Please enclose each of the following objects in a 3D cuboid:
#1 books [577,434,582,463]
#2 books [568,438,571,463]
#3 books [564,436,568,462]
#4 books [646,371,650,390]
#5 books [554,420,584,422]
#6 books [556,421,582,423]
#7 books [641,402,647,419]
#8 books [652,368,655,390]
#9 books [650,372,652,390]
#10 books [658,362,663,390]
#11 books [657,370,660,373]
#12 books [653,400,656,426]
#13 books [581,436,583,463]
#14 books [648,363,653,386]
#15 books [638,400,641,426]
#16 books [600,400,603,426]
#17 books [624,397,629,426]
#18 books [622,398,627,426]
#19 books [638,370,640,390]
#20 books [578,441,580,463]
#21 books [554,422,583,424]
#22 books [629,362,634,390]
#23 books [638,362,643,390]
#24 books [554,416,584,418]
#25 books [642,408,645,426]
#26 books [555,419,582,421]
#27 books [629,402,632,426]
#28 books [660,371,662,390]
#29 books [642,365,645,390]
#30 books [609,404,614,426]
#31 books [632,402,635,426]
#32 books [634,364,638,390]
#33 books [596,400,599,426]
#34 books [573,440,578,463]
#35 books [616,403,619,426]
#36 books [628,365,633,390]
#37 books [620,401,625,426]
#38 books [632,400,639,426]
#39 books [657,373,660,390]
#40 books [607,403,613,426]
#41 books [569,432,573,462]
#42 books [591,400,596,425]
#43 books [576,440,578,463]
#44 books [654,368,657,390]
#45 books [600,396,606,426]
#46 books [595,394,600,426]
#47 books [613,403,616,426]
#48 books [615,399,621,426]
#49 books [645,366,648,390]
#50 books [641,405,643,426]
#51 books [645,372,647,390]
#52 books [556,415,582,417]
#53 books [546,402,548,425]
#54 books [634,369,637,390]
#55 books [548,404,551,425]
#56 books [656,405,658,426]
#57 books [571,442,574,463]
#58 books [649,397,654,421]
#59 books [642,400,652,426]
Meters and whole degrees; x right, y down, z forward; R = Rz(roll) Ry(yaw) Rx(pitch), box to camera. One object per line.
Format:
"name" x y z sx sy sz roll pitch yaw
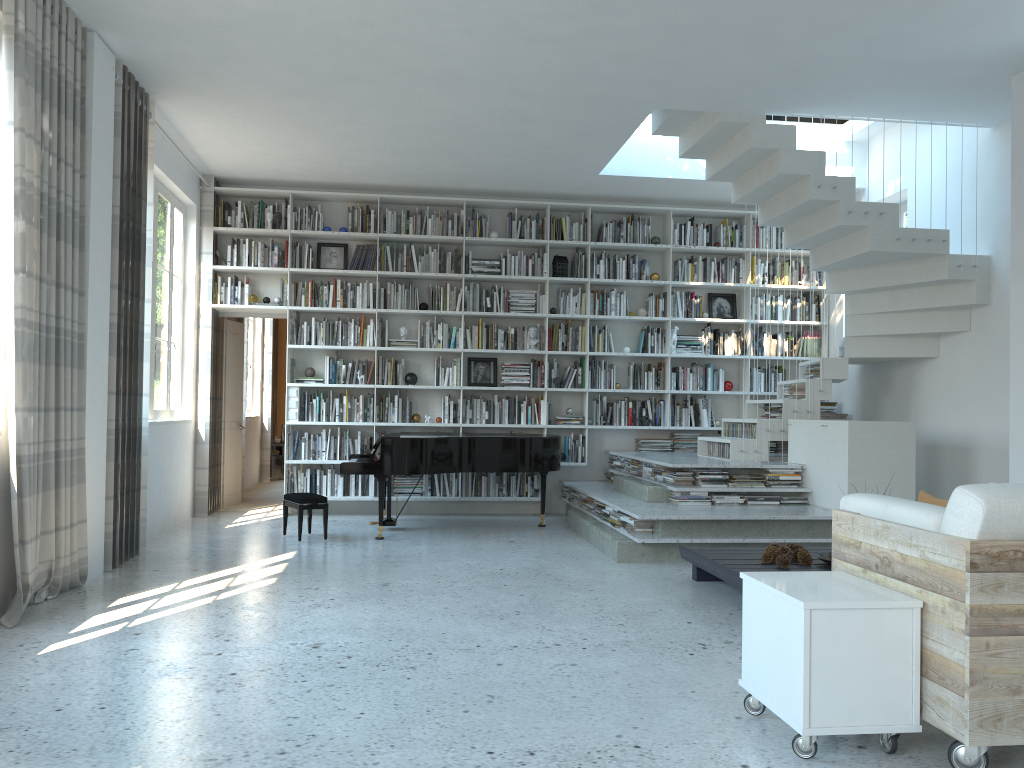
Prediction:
"books" 0.675 0.646 8.926 0.021 0.285 0.172 1 -1 -7
"books" 0.564 0.664 8.913 0.014 0.246 0.176 1 -1 -7
"books" 0.541 0.654 8.919 0.005 0.264 0.162 1 -1 -7
"books" 1.390 -0.032 9.120 0.015 0.195 0.175 1 -1 -7
"books" 0.571 0.373 8.963 0.285 0.012 0.159 1 -2 -4
"books" 0.571 0.385 8.965 0.254 0.012 0.161 1 -2 -1
"books" 1.354 0.307 9.117 0.012 0.249 0.164 1 -1 -7
"books" 1.431 -0.048 9.124 0.018 0.229 0.182 1 -1 -7
"books" 1.407 -0.026 9.118 0.019 0.183 0.190 1 -1 -7
"books" 1.526 -0.080 9.133 0.007 0.295 0.162 1 -1 -7
"books" 1.498 -0.034 9.146 0.016 0.205 0.141 1 -1 -7
"books" 1.450 0.301 9.133 0.021 0.264 0.150 1 -1 -7
"books" 0.691 0.654 8.950 0.015 0.270 0.157 1 -1 -7
"books" 1.420 -0.071 9.123 0.006 0.274 0.173 1 -1 -7
"books" 1.289 0.299 9.111 0.026 0.263 0.169 1 -1 -7
"books" 0.899 0.294 9.044 0.023 0.256 0.178 1 -1 -7
"books" 1.171 0.281 9.082 0.012 0.293 0.175 1 -1 -7
"books" 1.157 0.286 9.102 0.012 0.285 0.159 1 -1 -7
"books" 1.291 -0.040 9.137 0.031 0.208 0.122 1 -1 -7
"books" 0.660 0.682 8.917 0.011 0.212 0.178 1 -1 -7
"books" 0.570 0.397 8.967 0.285 0.012 0.159 1 -2 -2
"books" 1.230 -0.082 9.125 0.016 0.289 0.131 1 -1 -7
"books" 1.317 -0.078 9.128 0.007 0.285 0.159 1 -1 -7
"books" 0.571 0.336 8.966 0.285 0.012 0.159 1 -2 -3
"books" 1.336 0.341 9.111 0.025 0.181 0.169 1 -1 -7
"books" 0.571 0.361 8.967 0.254 0.012 0.161 1 -2 -2
"books" 1.192 0.306 9.087 0.031 0.244 0.184 1 -1 -7
"books" 1.514 -0.034 9.138 0.013 0.204 0.158 1 -1 -7
"books" 1.333 -0.061 9.103 0.018 0.251 0.184 1 -1 -7
"books" 1.018 0.317 9.073 0.011 0.217 0.175 1 -1 -7
"books" 1.239 0.309 9.114 0.021 0.242 0.131 1 -1 -7
"books" 1.262 -0.068 9.115 0.015 0.262 0.149 1 -1 -7
"books" 0.852 0.290 9.036 0.023 0.262 0.186 1 -1 -7
"books" 0.630 0.675 8.914 0.026 0.224 0.175 1 -1 -7
"books" 1.063 0.312 9.085 0.024 0.228 0.159 1 -1 -7
"books" 1.214 -0.063 9.110 0.019 0.251 0.130 1 -1 -7
"books" 1.116 0.301 9.078 0.025 0.252 0.181 1 -1 -7
"books" 1.265 0.299 9.101 0.026 0.262 0.173 1 -1 -7
"books" 1.486 -0.023 9.116 0.016 0.180 0.189 1 -1 -7
"books" 0.980 0.309 9.068 0.065 0.231 0.162 1 -1 -7
"books" 0.585 0.637 8.935 0.032 0.300 0.149 1 -1 -7
"books" 0.832 0.295 9.053 0.012 0.254 0.161 1 -1 -7
"books" 0.646 0.676 8.932 0.012 0.225 0.149 1 -1 -7
"books" 1.465 -0.048 9.141 0.021 0.231 0.155 1 -1 -7
"books" 0.925 0.276 9.046 0.030 0.294 0.188 1 -1 -7
"books" 0.868 0.264 9.040 0.010 0.316 0.187 1 -1 -7
"books" 1.037 0.309 9.086 0.029 0.234 0.142 1 -1 -7
"books" 1.083 0.293 9.085 0.014 0.268 0.171 1 -1 -7
"books" 1.366 -0.056 9.137 0.030 0.244 0.135 1 -1 -7
"books" 1.312 0.326 9.115 0.022 0.211 0.135 1 -1 -7
"books" 1.350 -0.027 9.104 0.018 0.182 0.182 1 -1 -7
"books" 0.572 0.324 8.959 0.254 0.012 0.161 1 -2 2
"books" 0.344 0.298 9.000 0.027 0.229 0.141 1 -1 -7
"books" 1.248 -0.045 9.099 0.016 0.215 0.177 1 -1 -7
"books" 0.372 0.308 9.006 0.030 0.210 0.136 1 -1 -7
"books" 1.468 0.324 9.123 0.013 0.220 0.168 1 -1 -7
"books" 0.607 0.687 8.935 0.013 0.202 0.139 1 -1 -7
"books" 1.434 0.287 9.131 0.013 0.294 0.134 1 -1 -7
"books" 1.394 0.299 9.116 0.070 0.266 0.186 1 -1 -7
